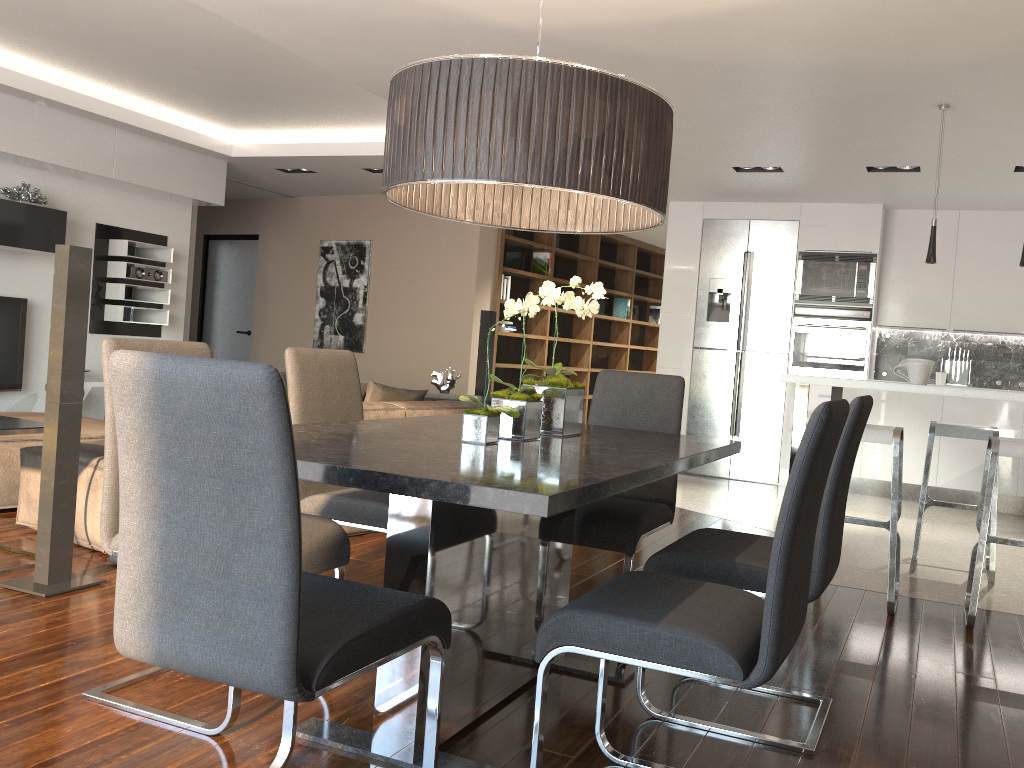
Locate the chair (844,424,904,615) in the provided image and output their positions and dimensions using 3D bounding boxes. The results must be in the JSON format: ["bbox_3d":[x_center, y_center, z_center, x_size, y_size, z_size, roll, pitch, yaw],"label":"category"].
[{"bbox_3d":[1.569,0.584,4.015,0.404,0.800,0.447,5,2,24],"label":"chair"}]

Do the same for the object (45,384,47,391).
[{"bbox_3d":[-3.482,0.184,6.674,0.119,0.371,0.126,5,1,18],"label":"object"}]

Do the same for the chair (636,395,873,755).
[{"bbox_3d":[0.726,0.491,2.610,0.550,0.964,0.444,5,2,23],"label":"chair"}]

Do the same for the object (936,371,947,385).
[{"bbox_3d":[3.707,-0.051,7.600,0.095,0.117,0.089,4,2,-17],"label":"object"}]

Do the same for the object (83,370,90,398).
[{"bbox_3d":[-3.449,0.123,6.904,0.214,0.481,0.225,5,1,18],"label":"object"}]

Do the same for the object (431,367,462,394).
[{"bbox_3d":[-0.468,0.019,6.458,0.289,0.287,0.281,4,2,-6],"label":"object"}]

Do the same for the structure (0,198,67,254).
[{"bbox_3d":[-3.941,-0.413,5.701,0.461,1.765,3.000,5,2,26],"label":"structure"}]

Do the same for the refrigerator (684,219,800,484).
[{"bbox_3d":[2.183,-0.307,8.191,0.840,2.342,0.606,5,1,23],"label":"refrigerator"}]

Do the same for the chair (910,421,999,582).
[{"bbox_3d":[2.435,0.621,4.808,0.404,0.800,0.447,5,2,24],"label":"chair"}]

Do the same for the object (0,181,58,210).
[{"bbox_3d":[-3.560,-1.387,6.438,0.311,0.177,0.335,5,2,24],"label":"object"}]

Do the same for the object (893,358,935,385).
[{"bbox_3d":[2.055,-0.065,4.499,0.180,0.133,0.455,5,2,26],"label":"object"}]

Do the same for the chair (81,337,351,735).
[{"bbox_3d":[-0.809,0.376,2.441,0.550,0.964,0.444,5,2,23],"label":"chair"}]

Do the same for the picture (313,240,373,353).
[{"bbox_3d":[-1.793,-0.932,9.275,0.716,1.165,0.030,5,2,32],"label":"picture"}]

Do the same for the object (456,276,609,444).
[{"bbox_3d":[0.094,-0.089,2.575,0.300,0.501,0.594,5,2,22],"label":"object"}]

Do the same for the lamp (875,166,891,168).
[{"bbox_3d":[2.628,-1.574,6.269,0.170,0.077,0.184,5,2,24],"label":"lamp"}]

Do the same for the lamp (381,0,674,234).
[{"bbox_3d":[0.080,-1.039,2.497,0.846,1.102,0.762,3,2,-42],"label":"lamp"}]

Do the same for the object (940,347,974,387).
[{"bbox_3d":[3.856,-0.150,7.634,0.279,0.335,0.063,5,1,26],"label":"object"}]

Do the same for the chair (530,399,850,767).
[{"bbox_3d":[0.404,0.491,1.955,0.550,0.964,0.444,5,2,23],"label":"chair"}]

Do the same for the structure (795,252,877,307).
[{"bbox_3d":[2.946,-0.915,7.921,0.635,0.450,0.636,5,2,24],"label":"structure"}]

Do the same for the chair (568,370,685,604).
[{"bbox_3d":[0.361,0.435,3.297,0.411,0.964,0.594,5,2,25],"label":"chair"}]

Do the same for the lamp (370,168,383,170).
[{"bbox_3d":[-1.212,-1.939,7.809,0.169,0.077,0.185,6,2,30],"label":"lamp"}]

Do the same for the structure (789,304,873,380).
[{"bbox_3d":[2.882,-0.352,7.890,0.640,0.650,0.675,5,2,24],"label":"structure"}]

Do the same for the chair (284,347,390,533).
[{"bbox_3d":[-0.486,0.376,3.095,0.550,0.964,0.444,5,2,23],"label":"chair"}]

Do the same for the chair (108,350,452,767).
[{"bbox_3d":[-0.442,0.434,1.716,0.411,0.964,0.594,5,2,25],"label":"chair"}]

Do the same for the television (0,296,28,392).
[{"bbox_3d":[-3.952,-0.286,6.078,0.138,0.714,1.146,5,2,26],"label":"television"}]

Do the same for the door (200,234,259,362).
[{"bbox_3d":[-3.309,-0.700,10.318,0.952,2.092,0.162,5,2,33],"label":"door"}]

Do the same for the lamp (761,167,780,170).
[{"bbox_3d":[1.925,-1.641,6.550,0.175,0.077,0.179,5,2,7],"label":"lamp"}]

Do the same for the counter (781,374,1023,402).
[{"bbox_3d":[3.467,0.082,5.790,2.589,0.041,4.189,6,3,25],"label":"counter"}]

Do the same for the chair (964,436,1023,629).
[{"bbox_3d":[2.198,0.644,3.763,0.404,0.800,0.447,5,2,24],"label":"chair"}]

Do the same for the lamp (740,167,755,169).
[{"bbox_3d":[1.764,-1.656,6.614,0.170,0.077,0.184,5,2,24],"label":"lamp"}]

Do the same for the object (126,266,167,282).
[{"bbox_3d":[-3.107,-0.932,7.472,0.069,0.094,0.375,5,2,26],"label":"object"}]
